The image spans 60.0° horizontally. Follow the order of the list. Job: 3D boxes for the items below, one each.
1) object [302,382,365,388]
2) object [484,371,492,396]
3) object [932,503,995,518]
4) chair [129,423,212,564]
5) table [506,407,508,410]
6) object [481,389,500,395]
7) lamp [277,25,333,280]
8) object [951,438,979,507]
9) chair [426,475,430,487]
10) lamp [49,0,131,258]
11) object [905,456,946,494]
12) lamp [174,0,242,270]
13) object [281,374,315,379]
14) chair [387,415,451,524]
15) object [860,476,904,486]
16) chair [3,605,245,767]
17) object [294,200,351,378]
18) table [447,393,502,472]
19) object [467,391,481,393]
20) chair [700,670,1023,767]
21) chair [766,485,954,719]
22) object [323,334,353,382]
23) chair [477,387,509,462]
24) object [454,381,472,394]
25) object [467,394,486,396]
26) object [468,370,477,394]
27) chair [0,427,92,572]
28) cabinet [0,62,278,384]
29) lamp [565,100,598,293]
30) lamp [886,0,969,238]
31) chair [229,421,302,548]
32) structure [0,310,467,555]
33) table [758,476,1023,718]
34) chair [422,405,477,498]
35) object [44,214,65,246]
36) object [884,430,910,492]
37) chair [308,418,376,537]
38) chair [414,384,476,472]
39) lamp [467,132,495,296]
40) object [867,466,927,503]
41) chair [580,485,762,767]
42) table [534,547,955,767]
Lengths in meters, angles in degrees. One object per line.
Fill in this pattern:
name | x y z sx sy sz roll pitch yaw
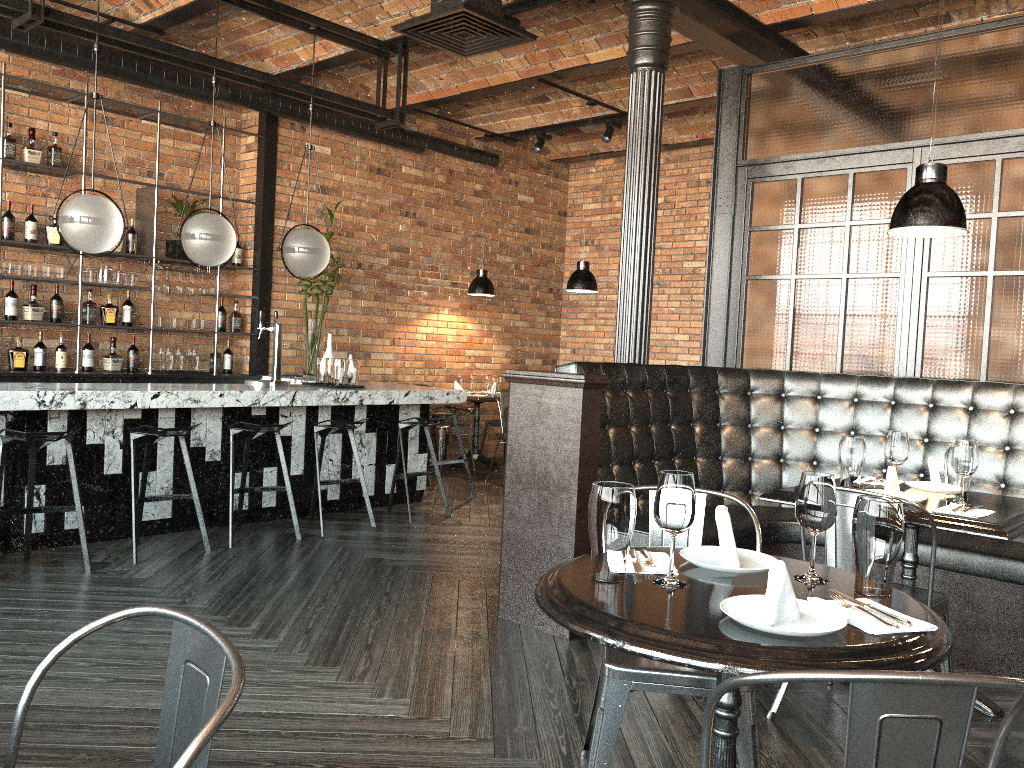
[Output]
object | -1.324 0.010 6.571 0.437 0.019 0.273 5 3 42
object | -0.246 -0.007 9.052 0.092 0.244 0.092 1 3 -42
object | 1.605 0.442 3.137 0.157 0.019 0.255 5 3 43
chair | -2.010 0.579 5.018 0.414 0.737 0.475 5 3 37
table | 0.542 0.586 7.811 0.872 0.758 0.872 5 3 42
object | -0.212 0.042 9.331 0.232 0.139 0.232 2 2 -15
lamp | -1.413 -1.604 6.193 0.340 1.754 0.340 3 2 -2
object | 1.666 0.326 3.268 0.092 0.244 0.092 4 3 26
chair | -1.006 0.518 7.770 0.475 0.737 0.414 5 3 37
lamp | -2.402 -1.610 5.111 0.340 1.754 0.340 3 2 -2
object | 1.744 0.374 3.642 0.232 0.139 0.232 3 2 0
lamp | -1.907 -1.607 5.652 0.340 1.754 0.340 3 2 -2
object | -1.768 -0.062 7.835 0.622 0.014 0.622 4 2 15
chair | -0.723 0.588 6.425 0.414 0.737 0.475 4 3 32
object | 1.565 0.413 3.790 0.157 0.019 0.255 5 3 38
chair | -0.643 0.750 1.049 0.558 0.857 0.504 1 3 -43
object | -1.700 -0.826 7.795 0.584 1.546 0.673 3 2 -9
table | -0.370 0.484 9.181 0.872 0.758 0.872 5 3 42
object | -0.397 0.081 9.515 0.157 0.019 0.255 5 3 43
chair | 0.498 0.792 1.450 0.504 0.857 0.558 3 2 -3
chair | 1.256 0.764 3.105 0.504 0.857 0.558 5 3 42
object | -1.473 -0.225 7.558 0.316 0.397 0.319 3 2 1
chair | -0.004 0.433 9.663 0.504 0.857 0.558 5 3 37
object | -0.517 0.040 9.007 0.232 0.139 0.232 5 3 36
object | -0.355 0.109 8.860 0.157 0.019 0.255 5 3 43
object | -0.416 -0.023 9.252 0.092 0.244 0.092 1 3 -42
chair | -2.442 0.576 4.545 0.475 0.737 0.414 1 3 -38
cabinet | -4.579 -1.029 5.392 0.564 3.779 7.075 5 3 42
lamp | 0.655 -1.637 7.757 0.291 1.653 0.291 3 2 -3
lamp | 1.655 -1.410 3.412 0.291 1.653 0.291 3 2 -3
chair | -1.592 0.582 5.475 0.475 0.737 0.414 1 3 -43
structure | -2.876 0.162 5.677 1.930 1.430 5.346 5 3 42
table | 1.552 0.814 3.478 0.872 0.758 0.872 5 3 42
chair | -0.576 0.556 7.376 0.414 0.737 0.475 1 3 -43
object | -3.440 -1.153 6.682 0.151 0.248 0.094 2 2 -19
object | 1.521 0.309 3.509 0.092 0.244 0.092 2 3 -31
chair | -1.198 0.584 5.906 0.414 0.737 0.475 5 3 37
chair | -0.701 0.432 8.819 0.504 0.857 0.558 5 3 42
lamp | -0.275 -1.740 9.101 0.291 1.653 0.291 4 2 17
object | 1.426 0.371 3.316 0.232 0.139 0.232 3 2 1
chair | 0.453 0.749 2.471 0.504 0.857 0.558 3 2 7
table | 0.464 0.821 1.949 0.866 0.758 0.866 3 2 6
